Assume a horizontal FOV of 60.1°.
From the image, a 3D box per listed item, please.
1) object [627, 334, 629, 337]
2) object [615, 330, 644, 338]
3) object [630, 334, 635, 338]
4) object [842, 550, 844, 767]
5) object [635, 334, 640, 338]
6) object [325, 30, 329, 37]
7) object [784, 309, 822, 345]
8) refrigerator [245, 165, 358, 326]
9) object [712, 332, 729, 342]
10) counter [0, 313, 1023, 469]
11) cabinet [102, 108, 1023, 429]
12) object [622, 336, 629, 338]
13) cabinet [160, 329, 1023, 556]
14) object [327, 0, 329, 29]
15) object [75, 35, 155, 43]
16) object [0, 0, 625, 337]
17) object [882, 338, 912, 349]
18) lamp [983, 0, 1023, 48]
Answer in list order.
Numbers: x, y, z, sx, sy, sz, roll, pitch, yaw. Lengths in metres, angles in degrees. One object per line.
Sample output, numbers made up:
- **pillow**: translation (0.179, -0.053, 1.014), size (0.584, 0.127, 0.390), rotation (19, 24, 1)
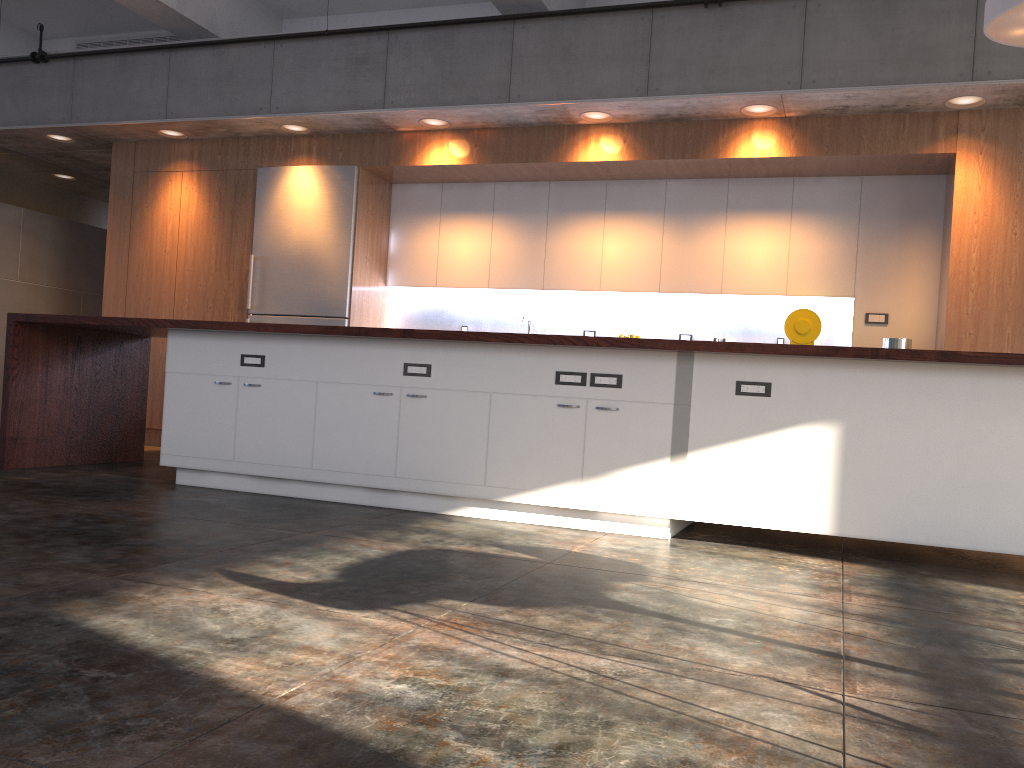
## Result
- **object**: translation (-3.759, -1.713, 7.983), size (9.814, 2.165, 0.059), rotation (4, 0, 12)
- **object**: translation (-4.448, -0.101, 10.417), size (12.940, 1.214, 0.967), rotation (3, 0, 30)
- **object**: translation (0.934, -0.361, 6.881), size (0.051, 0.060, 0.059), rotation (4, 0, 43)
- **object**: translation (-2.359, 0.744, 6.801), size (26.840, 0.001, 20.009), rotation (3, -1, 19)
- **object**: translation (0.976, -0.362, 6.914), size (0.053, 0.051, 0.063), rotation (4, 0, 12)
- **object**: translation (0.973, -0.317, 6.936), size (0.061, 0.053, 0.053), rotation (4, 0, 26)
- **object**: translation (2.125, -0.356, 6.460), size (0.271, 0.381, 0.101), rotation (4, 0, 19)
- **refrigerator**: translation (-1.763, -0.707, 7.423), size (0.945, 2.191, 0.222), rotation (4, 0, 16)
- **object**: translation (1.623, -0.302, 6.907), size (0.142, 0.209, 0.061), rotation (4, 0, 19)
- **counter**: translation (0.174, 0.252, 4.947), size (6.567, 0.971, 1.157), rotation (3, 0, 19)
- **cabinet**: translation (0.497, -0.654, 7.884), size (7.999, 2.562, 2.411), rotation (3, 0, 19)
- **object**: translation (-2.367, -1.614, 7.485), size (6.817, 2.169, 0.054), rotation (4, 0, 10)
- **cabinet**: translation (0.740, 0.315, 4.745), size (5.573, 0.930, 0.934), rotation (3, 0, 19)
- **object**: translation (0.920, -0.324, 6.915), size (0.052, 0.053, 0.062), rotation (4, 0, -33)
- **object**: translation (-1.710, -1.837, 7.927), size (5.871, 2.868, 0.059), rotation (3, 0, 20)
- **object**: translation (0.871, -0.370, 6.997), size (0.060, 0.060, 0.049), rotation (4, 0, -36)
- **object**: translation (2.664, -0.225, 6.135), size (0.193, 0.170, 0.187), rotation (4, 0, -22)
- **lamp**: translation (2.946, -1.826, 4.269), size (1.097, 0.130, 0.991), rotation (4, -1, -24)
